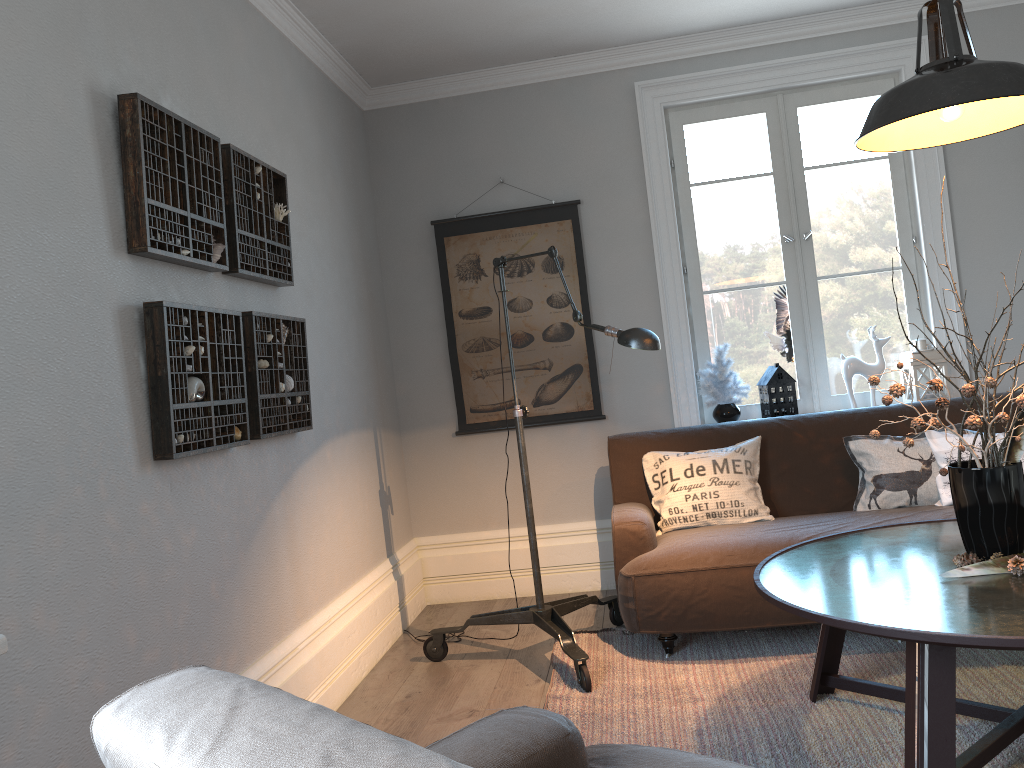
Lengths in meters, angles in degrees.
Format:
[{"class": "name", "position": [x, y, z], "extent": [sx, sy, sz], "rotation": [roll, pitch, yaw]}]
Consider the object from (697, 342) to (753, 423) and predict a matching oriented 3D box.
[{"class": "object", "position": [1.039, 0.000, 4.430], "extent": [0.262, 0.424, 0.248], "rotation": [-7, 0, 43]}]

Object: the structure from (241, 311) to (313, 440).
[{"class": "structure", "position": [-0.812, -0.031, 3.079], "extent": [0.086, 0.416, 0.468], "rotation": [-7, 0, 8]}]

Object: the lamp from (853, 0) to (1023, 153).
[{"class": "lamp", "position": [1.116, -1.222, 2.370], "extent": [0.504, 1.076, 0.504], "rotation": [-7, 0, -35]}]

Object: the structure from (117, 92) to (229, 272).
[{"class": "structure", "position": [-0.963, -0.550, 2.531], "extent": [0.099, 0.416, 0.468], "rotation": [-7, 0, 8]}]

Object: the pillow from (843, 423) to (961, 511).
[{"class": "pillow", "position": [1.622, 0.358, 3.634], "extent": [0.472, 0.348, 0.159], "rotation": [-7, 0, 5]}]

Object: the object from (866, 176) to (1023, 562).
[{"class": "object", "position": [1.346, -0.060, 2.291], "extent": [0.853, 1.066, 0.525], "rotation": [-7, 0, -21]}]

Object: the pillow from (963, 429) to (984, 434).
[{"class": "pillow", "position": [2.112, 0.303, 3.604], "extent": [0.542, 0.288, 0.183], "rotation": [-7, 0, 9]}]

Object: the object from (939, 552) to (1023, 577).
[{"class": "object", "position": [1.313, 0.452, 2.275], "extent": [0.404, 0.067, 0.153], "rotation": [-7, 0, 25]}]

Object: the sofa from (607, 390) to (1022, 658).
[{"class": "sofa", "position": [1.493, 0.530, 3.585], "extent": [2.165, 0.824, 0.969], "rotation": [-7, 0, 8]}]

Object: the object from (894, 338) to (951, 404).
[{"class": "object", "position": [1.988, -0.059, 4.287], "extent": [0.193, 0.322, 0.193], "rotation": [-7, 0, 2]}]

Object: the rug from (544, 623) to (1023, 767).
[{"class": "rug", "position": [1.399, 0.916, 2.399], "extent": [2.818, 0.090, 2.400], "rotation": [-7, 0, 8]}]

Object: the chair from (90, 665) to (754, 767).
[{"class": "chair", "position": [0.111, 0.718, 1.157], "extent": [0.970, 0.795, 0.807], "rotation": [-7, 0, -41]}]

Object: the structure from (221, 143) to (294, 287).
[{"class": "structure", "position": [-0.868, -0.565, 3.059], "extent": [0.105, 0.416, 0.468], "rotation": [-7, 0, 8]}]

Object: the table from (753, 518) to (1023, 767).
[{"class": "table", "position": [1.343, 0.726, 2.367], "extent": [1.300, 0.503, 1.300], "rotation": [-7, 0, 1]}]

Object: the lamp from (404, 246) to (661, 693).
[{"class": "lamp", "position": [-0.016, 0.303, 3.821], "extent": [0.797, 1.644, 1.863], "rotation": [-7, 0, -45]}]

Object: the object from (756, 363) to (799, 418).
[{"class": "object", "position": [1.316, 0.039, 4.401], "extent": [0.155, 0.284, 0.155], "rotation": [-7, 0, -2]}]

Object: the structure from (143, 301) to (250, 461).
[{"class": "structure", "position": [-0.884, -0.013, 2.534], "extent": [0.086, 0.416, 0.468], "rotation": [-7, 0, 8]}]

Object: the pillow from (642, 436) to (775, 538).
[{"class": "pillow", "position": [0.831, 0.438, 3.782], "extent": [0.519, 0.368, 0.240], "rotation": [-7, 0, 8]}]

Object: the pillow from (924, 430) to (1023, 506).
[{"class": "pillow", "position": [1.898, 0.316, 3.520], "extent": [0.471, 0.309, 0.188], "rotation": [-7, 0, 8]}]

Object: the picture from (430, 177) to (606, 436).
[{"class": "picture", "position": [0.019, -0.425, 4.617], "extent": [0.793, 1.313, 0.057], "rotation": [-7, 0, 8]}]

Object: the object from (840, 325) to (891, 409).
[{"class": "object", "position": [1.713, -0.071, 4.265], "extent": [0.239, 0.410, 0.128], "rotation": [-7, 0, 4]}]
